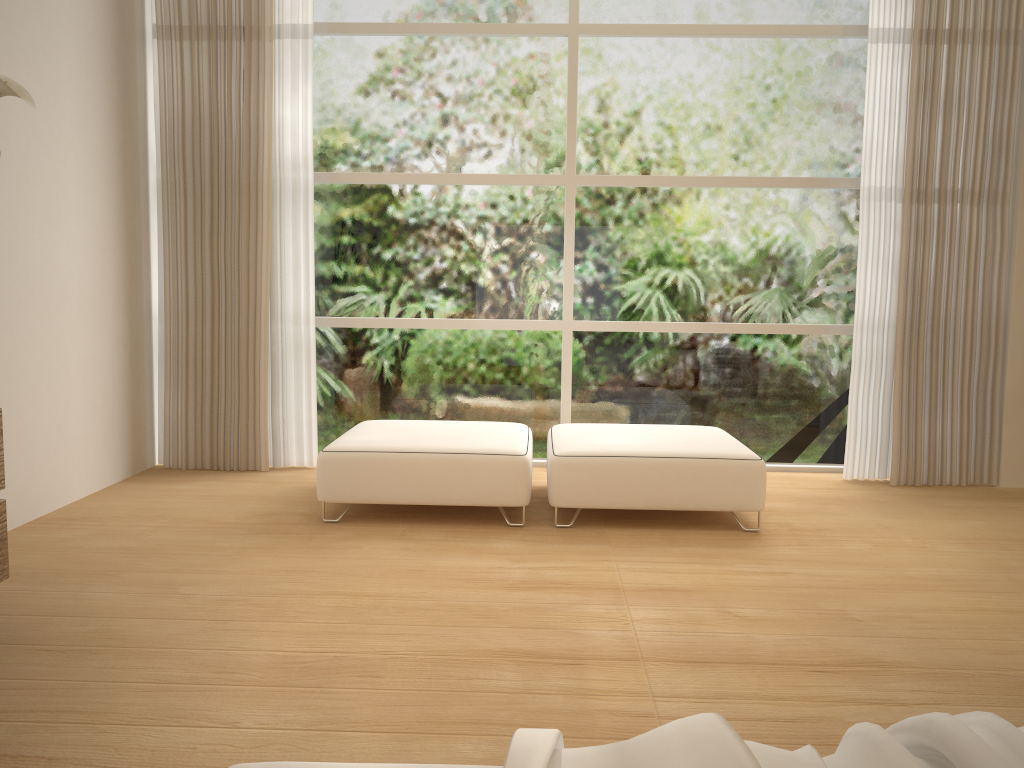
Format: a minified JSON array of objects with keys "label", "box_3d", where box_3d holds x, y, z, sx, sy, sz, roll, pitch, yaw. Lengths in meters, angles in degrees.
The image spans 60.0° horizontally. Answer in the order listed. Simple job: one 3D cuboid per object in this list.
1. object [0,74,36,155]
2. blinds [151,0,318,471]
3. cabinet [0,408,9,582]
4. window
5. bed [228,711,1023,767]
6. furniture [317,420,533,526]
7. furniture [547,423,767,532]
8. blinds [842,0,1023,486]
[{"label":"object","box_3d":[-1.621,-0.450,2.429,0.515,1.085,0.608,-4,8,-40]},{"label":"blinds","box_3d":[-1.573,-1.181,4.961,0.950,3.352,0.211,1,6,0]},{"label":"cabinet","box_3d":[-1.904,0.586,0.889,0.588,0.662,3.713,1,6,2]},{"label":"window","box_3d":[0.338,-1.184,5.159,4.781,3.371,0.071,1,6,2]},{"label":"bed","box_3d":[0.740,0.752,0.092,2.535,0.570,2.599,1,6,2]},{"label":"furniture","box_3d":[-0.382,0.406,4.371,0.965,0.346,0.964,1,6,2]},{"label":"furniture","box_3d":[0.653,0.424,4.340,0.965,0.346,0.964,1,6,2]},{"label":"blinds","box_3d":[2.306,-1.110,4.794,0.814,3.351,0.202,1,6,1]}]
